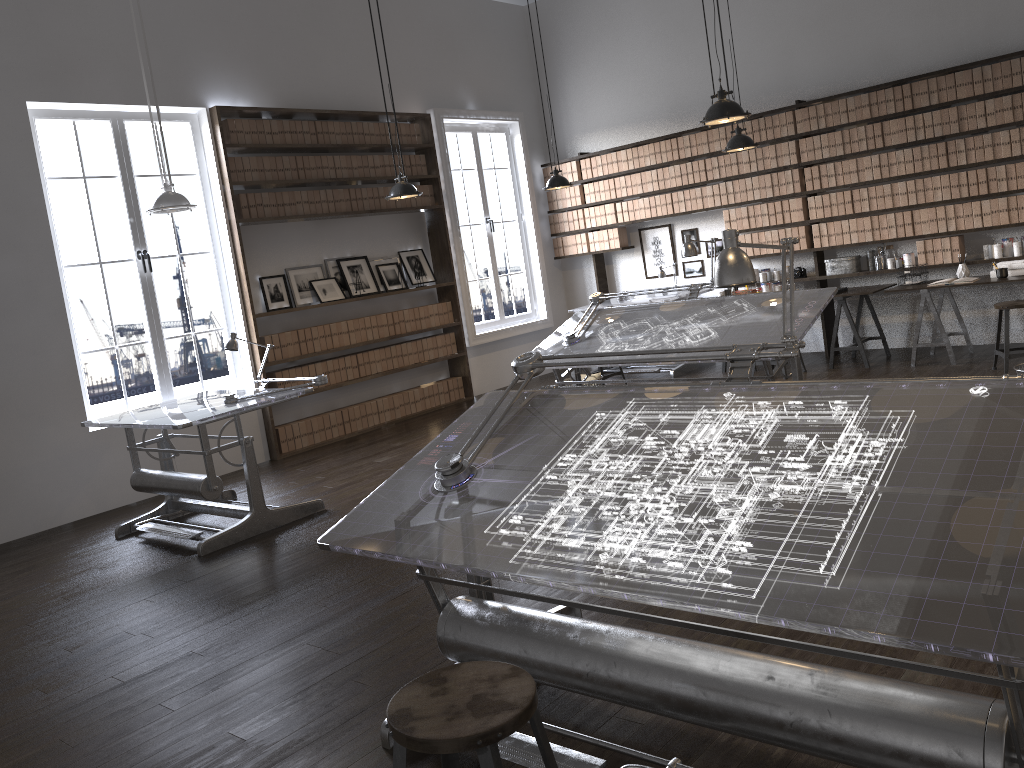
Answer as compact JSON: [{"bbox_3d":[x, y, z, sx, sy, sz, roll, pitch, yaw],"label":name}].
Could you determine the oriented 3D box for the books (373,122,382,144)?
[{"bbox_3d":[-1.383,-2.450,8.743,0.174,0.224,0.067,-3,7,41],"label":"books"}]

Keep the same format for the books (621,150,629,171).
[{"bbox_3d":[1.287,-2.457,9.731,0.066,0.224,0.176,-4,8,41],"label":"books"}]

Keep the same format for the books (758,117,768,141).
[{"bbox_3d":[2.490,-2.489,8.672,0.066,0.224,0.176,-4,8,41],"label":"books"}]

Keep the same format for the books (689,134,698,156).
[{"bbox_3d":[1.923,-2.474,9.174,0.066,0.224,0.175,-4,8,42],"label":"books"}]

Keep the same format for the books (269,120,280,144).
[{"bbox_3d":[-2.149,-2.211,7.853,0.174,0.224,0.067,-3,7,42],"label":"books"}]

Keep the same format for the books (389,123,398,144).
[{"bbox_3d":[-1.243,-2.493,8.899,0.174,0.224,0.067,-3,7,41],"label":"books"}]

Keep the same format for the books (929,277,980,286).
[{"bbox_3d":[3.657,-0.852,7.333,0.354,0.029,0.258,-1,11,42],"label":"books"}]

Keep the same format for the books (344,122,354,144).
[{"bbox_3d":[-1.610,-2.379,8.479,0.174,0.224,0.067,-3,7,42],"label":"books"}]

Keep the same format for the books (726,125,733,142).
[{"bbox_3d":[2.230,-2.482,8.902,0.066,0.224,0.176,-4,8,42],"label":"books"}]

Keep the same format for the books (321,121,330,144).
[{"bbox_3d":[-1.790,-2.323,8.273,0.174,0.224,0.067,-3,7,41],"label":"books"}]

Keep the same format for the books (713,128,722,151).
[{"bbox_3d":[2.122,-2.479,8.995,0.066,0.224,0.176,-4,8,42],"label":"books"}]

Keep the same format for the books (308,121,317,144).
[{"bbox_3d":[-1.886,-2.293,8.161,0.174,0.224,0.067,-3,7,41],"label":"books"}]

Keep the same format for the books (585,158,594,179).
[{"bbox_3d":[0.922,-2.447,10.050,0.067,0.225,0.176,-4,8,41],"label":"books"}]

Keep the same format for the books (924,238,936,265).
[{"bbox_3d":[3.737,-1.176,7.871,0.066,0.224,0.176,-4,8,42],"label":"books"}]

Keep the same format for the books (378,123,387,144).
[{"bbox_3d":[-1.337,-2.464,8.794,0.174,0.224,0.067,-3,7,41],"label":"books"}]

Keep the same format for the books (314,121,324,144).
[{"bbox_3d":[-1.834,-2.309,8.214,0.174,0.225,0.067,-3,7,42],"label":"books"}]

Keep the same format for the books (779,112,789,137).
[{"bbox_3d":[2.650,-2.493,8.530,0.066,0.224,0.175,-4,8,42],"label":"books"}]

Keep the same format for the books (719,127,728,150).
[{"bbox_3d":[2.175,-2.480,8.946,0.067,0.225,0.176,-4,8,41],"label":"books"}]

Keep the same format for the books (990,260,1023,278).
[{"bbox_3d":[4.061,-0.950,7.199,0.294,0.147,0.388,-2,10,41],"label":"books"}]

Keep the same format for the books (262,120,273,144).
[{"bbox_3d":[-2.194,-2.197,7.798,0.174,0.225,0.067,-3,7,41],"label":"books"}]

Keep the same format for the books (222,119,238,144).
[{"bbox_3d":[-2.422,-2.125,7.532,0.174,0.225,0.067,-3,7,42],"label":"books"}]

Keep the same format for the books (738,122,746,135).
[{"bbox_3d":[2.333,-2.485,8.809,0.066,0.224,0.175,-4,8,41],"label":"books"}]

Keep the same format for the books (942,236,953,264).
[{"bbox_3d":[3.840,-1.178,7.774,0.066,0.224,0.175,-4,8,41],"label":"books"}]

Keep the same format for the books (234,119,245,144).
[{"bbox_3d":[-2.375,-2.140,7.586,0.174,0.224,0.067,-3,7,41],"label":"books"}]

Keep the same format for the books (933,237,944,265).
[{"bbox_3d":[3.790,-1.178,7.824,0.066,0.224,0.175,-4,8,42],"label":"books"}]

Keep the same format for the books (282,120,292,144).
[{"bbox_3d":[-2.062,-2.237,7.948,0.174,0.225,0.067,-3,7,41],"label":"books"}]

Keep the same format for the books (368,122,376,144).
[{"bbox_3d":[-1.425,-2.436,8.688,0.174,0.224,0.067,-3,7,42],"label":"books"}]

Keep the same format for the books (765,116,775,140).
[{"bbox_3d":[2.547,-2.491,8.624,0.066,0.224,0.176,-4,8,41],"label":"books"}]

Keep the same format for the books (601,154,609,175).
[{"bbox_3d":[1.088,-2.452,9.911,0.066,0.224,0.175,-4,8,41],"label":"books"}]

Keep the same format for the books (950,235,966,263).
[{"bbox_3d":[3.897,-1.181,7.731,0.066,0.224,0.176,-4,8,41],"label":"books"}]

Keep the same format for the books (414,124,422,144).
[{"bbox_3d":[-1.023,-2.561,9.151,0.174,0.224,0.067,-3,7,42],"label":"books"}]

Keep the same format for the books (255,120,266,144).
[{"bbox_3d":[-2.242,-2.182,7.748,0.174,0.224,0.067,-3,7,42],"label":"books"}]

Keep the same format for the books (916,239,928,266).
[{"bbox_3d":[3.683,-1.174,7.911,0.067,0.225,0.176,-4,8,41],"label":"books"}]

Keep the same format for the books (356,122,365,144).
[{"bbox_3d":[-1.516,-2.407,8.578,0.174,0.225,0.067,-3,7,41],"label":"books"}]

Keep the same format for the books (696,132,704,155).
[{"bbox_3d":[1.976,-2.476,9.127,0.066,0.224,0.176,-4,8,42],"label":"books"}]

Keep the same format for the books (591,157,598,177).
[{"bbox_3d":[0.982,-2.450,10.005,0.066,0.224,0.176,-4,8,42],"label":"books"}]

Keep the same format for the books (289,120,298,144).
[{"bbox_3d":[-2.023,-2.251,8.002,0.174,0.224,0.067,-3,7,42],"label":"books"}]

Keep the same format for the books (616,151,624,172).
[{"bbox_3d":[1.241,-2.456,9.774,0.066,0.224,0.176,-4,8,41],"label":"books"}]

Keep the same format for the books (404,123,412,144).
[{"bbox_3d":[-1.118,-2.532,9.048,0.174,0.224,0.067,-3,7,41],"label":"books"}]

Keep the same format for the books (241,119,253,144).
[{"bbox_3d":[-2.331,-2.154,7.643,0.174,0.224,0.067,-3,7,41],"label":"books"}]

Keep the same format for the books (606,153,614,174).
[{"bbox_3d":[1.141,-2.454,9.864,0.066,0.224,0.176,-4,8,41],"label":"books"}]

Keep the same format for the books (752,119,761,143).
[{"bbox_3d":[2.440,-2.487,8.711,0.067,0.225,0.176,-4,8,42],"label":"books"}]

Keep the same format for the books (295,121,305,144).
[{"bbox_3d":[-1.978,-2.265,8.055,0.174,0.224,0.067,-3,7,42],"label":"books"}]

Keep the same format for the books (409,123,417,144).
[{"bbox_3d":[-1.072,-2.547,9.101,0.174,0.224,0.067,-3,7,41],"label":"books"}]

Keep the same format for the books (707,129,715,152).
[{"bbox_3d":[2.076,-2.478,9.038,0.066,0.224,0.176,-4,8,42],"label":"books"}]

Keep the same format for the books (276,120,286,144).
[{"bbox_3d":[-2.109,-2.224,7.901,0.174,0.224,0.067,-3,7,42],"label":"books"}]

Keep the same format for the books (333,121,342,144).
[{"bbox_3d":[-1.698,-2.351,8.373,0.174,0.224,0.067,-3,7,41],"label":"books"}]

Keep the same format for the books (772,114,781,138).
[{"bbox_3d":[2.600,-2.493,8.579,0.066,0.224,0.175,-4,8,41],"label":"books"}]

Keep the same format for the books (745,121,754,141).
[{"bbox_3d":[2.386,-2.486,8.758,0.066,0.224,0.176,-4,8,41],"label":"books"}]

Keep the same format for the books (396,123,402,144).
[{"bbox_3d":[-1.204,-2.505,8.947,0.174,0.224,0.067,-3,7,41],"label":"books"}]

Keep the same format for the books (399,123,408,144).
[{"bbox_3d":[-1.157,-2.519,8.994,0.174,0.225,0.067,-3,7,42],"label":"books"}]

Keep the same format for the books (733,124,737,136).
[{"bbox_3d":[2.284,-2.484,8.858,0.066,0.224,0.175,-4,8,42],"label":"books"}]

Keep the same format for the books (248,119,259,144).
[{"bbox_3d":[-2.289,-2.168,7.697,0.174,0.224,0.067,-3,7,42],"label":"books"}]

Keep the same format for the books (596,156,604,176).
[{"bbox_3d":[1.032,-2.450,9.954,0.066,0.224,0.175,-4,8,42],"label":"books"}]

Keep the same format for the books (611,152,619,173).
[{"bbox_3d":[1.188,-2.454,9.815,0.067,0.225,0.176,-4,8,42],"label":"books"}]

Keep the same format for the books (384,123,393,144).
[{"bbox_3d":[-1.288,-2.478,8.844,0.174,0.225,0.067,-3,7,42],"label":"books"}]

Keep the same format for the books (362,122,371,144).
[{"bbox_3d":[-1.470,-2.421,8.632,0.174,0.224,0.067,-3,7,42],"label":"books"}]

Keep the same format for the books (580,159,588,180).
[{"bbox_3d":[0.870,-2.447,10.103,0.066,0.224,0.176,-4,8,42],"label":"books"}]
